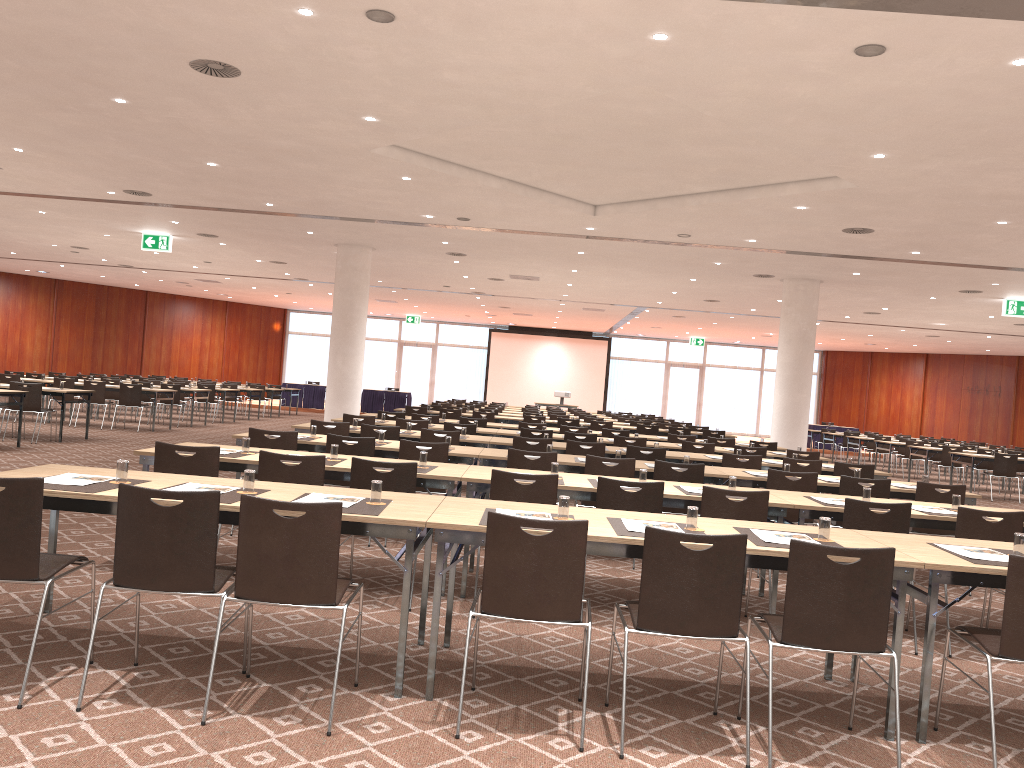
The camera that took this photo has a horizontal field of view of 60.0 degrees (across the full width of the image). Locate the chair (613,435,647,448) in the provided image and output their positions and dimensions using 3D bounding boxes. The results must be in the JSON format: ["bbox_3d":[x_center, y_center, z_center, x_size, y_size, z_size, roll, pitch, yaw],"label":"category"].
[{"bbox_3d":[1.538,1.162,11.902,0.535,0.939,0.613,5,0,2],"label":"chair"}]

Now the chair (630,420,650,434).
[{"bbox_3d":[2.738,1.270,19.343,0.535,0.939,0.613,5,0,0],"label":"chair"}]

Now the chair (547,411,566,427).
[{"bbox_3d":[1.040,1.140,21.458,0.535,0.939,0.613,5,0,2],"label":"chair"}]

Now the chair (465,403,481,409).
[{"bbox_3d":[-1.052,0.978,23.504,0.535,0.939,0.614,5,0,1],"label":"chair"}]

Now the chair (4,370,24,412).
[{"bbox_3d":[-11.021,0.184,19.741,0.535,0.939,0.613,5,0,0],"label":"chair"}]

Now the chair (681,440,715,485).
[{"bbox_3d":[2.447,1.234,11.924,0.535,0.939,0.614,5,0,3],"label":"chair"}]

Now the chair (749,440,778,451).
[{"bbox_3d":[3.834,1.347,13.817,0.535,0.939,0.613,5,0,-1],"label":"chair"}]

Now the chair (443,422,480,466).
[{"bbox_3d":[-0.710,0.984,11.917,0.535,0.939,0.614,5,0,4],"label":"chair"}]

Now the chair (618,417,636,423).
[{"bbox_3d":[2.725,1.273,21.420,0.535,0.939,0.613,5,0,2],"label":"chair"}]

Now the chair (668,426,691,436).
[{"bbox_3d":[3.214,1.304,17.332,0.535,0.939,0.613,5,0,0],"label":"chair"}]

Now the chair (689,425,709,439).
[{"bbox_3d":[4.009,1.371,19.315,0.535,0.939,0.614,5,0,3],"label":"chair"}]

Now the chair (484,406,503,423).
[{"bbox_3d":[-0.481,1.020,21.414,0.535,0.939,0.613,5,0,-1],"label":"chair"}]

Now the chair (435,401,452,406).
[{"bbox_3d":[-1.821,0.917,23.445,0.535,0.939,0.613,5,0,2],"label":"chair"}]

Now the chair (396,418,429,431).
[{"bbox_3d":[-1.361,0.933,11.967,0.535,0.939,0.613,5,0,0],"label":"chair"}]

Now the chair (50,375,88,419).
[{"bbox_3d":[-9.783,0.281,19.655,0.535,0.939,0.613,5,0,0],"label":"chair"}]

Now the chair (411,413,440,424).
[{"bbox_3d":[-1.379,0.935,13.933,0.535,0.939,0.613,5,0,-1],"label":"chair"}]

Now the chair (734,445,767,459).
[{"bbox_3d":[3.101,1.286,11.833,0.535,0.939,0.613,5,0,-1],"label":"chair"}]

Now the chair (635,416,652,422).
[{"bbox_3d":[3.403,1.330,23.364,0.535,0.939,0.613,5,0,-2],"label":"chair"}]

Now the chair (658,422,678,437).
[{"bbox_3d":[3.344,1.318,19.364,0.535,0.939,0.613,5,0,1],"label":"chair"}]

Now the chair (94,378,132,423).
[{"bbox_3d":[-8.759,0.362,19.551,0.535,0.939,0.614,5,0,4],"label":"chair"}]

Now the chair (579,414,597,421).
[{"bbox_3d":[1.782,1.198,21.364,0.535,0.939,0.613,5,0,0],"label":"chair"}]

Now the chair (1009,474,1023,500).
[{"bbox_3d":[10.119,1.850,17.213,0.535,0.939,0.614,5,0,3],"label":"chair"}]

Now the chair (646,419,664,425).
[{"bbox_3d":[3.386,1.325,21.329,0.535,0.939,0.614,5,0,3],"label":"chair"}]

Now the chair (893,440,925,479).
[{"bbox_3d":[9.567,1.813,21.286,0.535,0.939,0.613,5,0,1],"label":"chair"}]

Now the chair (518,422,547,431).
[{"bbox_3d":[0.295,1.067,13.896,0.535,0.939,0.614,5,0,4],"label":"chair"}]

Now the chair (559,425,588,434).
[{"bbox_3d":[0.930,1.118,13.916,0.535,0.939,0.613,5,0,1],"label":"chair"}]

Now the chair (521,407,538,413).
[{"bbox_3d":[0.438,1.096,23.395,0.535,0.939,0.614,5,0,3],"label":"chair"}]

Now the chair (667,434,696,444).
[{"bbox_3d":[2.587,1.248,13.845,0.535,0.939,0.613,5,0,1],"label":"chair"}]

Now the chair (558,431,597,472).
[{"bbox_3d":[0.880,1.110,11.882,0.535,0.939,0.613,5,0,2],"label":"chair"}]

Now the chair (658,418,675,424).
[{"bbox_3d":[4.004,1.377,23.316,0.535,0.939,0.614,5,0,3],"label":"chair"}]

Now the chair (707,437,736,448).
[{"bbox_3d":[3.203,1.297,13.866,0.535,0.939,0.613,5,0,1],"label":"chair"}]

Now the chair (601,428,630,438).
[{"bbox_3d":[1.575,1.169,13.944,0.535,0.939,0.613,5,0,-2],"label":"chair"}]

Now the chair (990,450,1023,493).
[{"bbox_3d":[10.819,1.908,19.198,0.535,0.939,0.613,5,0,0],"label":"chair"}]

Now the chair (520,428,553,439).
[{"bbox_3d":[0.292,1.064,11.972,0.535,0.939,0.613,5,0,-1],"label":"chair"}]

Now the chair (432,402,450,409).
[{"bbox_3d":[-1.756,0.919,21.520,0.535,0.939,0.613,5,0,-1],"label":"chair"}]

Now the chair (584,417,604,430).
[{"bbox_3d":[1.745,1.192,19.442,0.535,0.939,0.613,5,0,-1],"label":"chair"}]

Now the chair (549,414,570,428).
[{"bbox_3d":[1.000,1.133,19.416,0.535,0.939,0.613,5,0,0],"label":"chair"}]

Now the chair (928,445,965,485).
[{"bbox_3d":[9.477,1.803,19.287,0.535,0.939,0.613,5,0,2],"label":"chair"}]

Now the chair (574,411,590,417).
[{"bbox_3d":[1.803,1.204,23.441,0.535,0.939,0.613,5,0,-1],"label":"chair"}]

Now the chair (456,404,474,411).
[{"bbox_3d":[-1.140,0.968,21.464,0.535,0.939,0.613,5,0,4],"label":"chair"}]

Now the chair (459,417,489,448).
[{"bbox_3d":[-0.629,0.995,13.993,0.535,0.939,0.614,5,0,3],"label":"chair"}]

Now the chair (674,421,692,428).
[{"bbox_3d":[4.052,1.378,21.349,0.535,0.939,0.613,5,0,1],"label":"chair"}]

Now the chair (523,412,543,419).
[{"bbox_3d":[0.426,1.088,19.394,0.535,0.939,0.613,5,0,1],"label":"chair"}]

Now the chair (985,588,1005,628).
[{"bbox_3d":[3.596,1.314,5.898,0.535,0.939,0.614,5,0,3],"label":"chair"}]

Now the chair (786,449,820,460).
[{"bbox_3d":[3.811,1.342,11.852,0.535,0.939,0.613,5,0,2],"label":"chair"}]

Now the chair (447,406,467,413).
[{"bbox_3d":[-1.229,0.957,19.431,0.535,0.939,0.614,5,0,4],"label":"chair"}]

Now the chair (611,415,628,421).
[{"bbox_3d":[2.792,1.282,23.342,0.535,0.939,0.613,5,0,1],"label":"chair"}]

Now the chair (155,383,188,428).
[{"bbox_3d":[-7.486,0.463,19.523,0.535,0.939,0.613,5,0,-2],"label":"chair"}]

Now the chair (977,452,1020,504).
[{"bbox_3d":[9.442,1.796,17.147,0.535,0.939,0.614,5,0,3],"label":"chair"}]

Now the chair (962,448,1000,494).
[{"bbox_3d":[10.150,1.855,19.132,0.535,0.939,0.613,5,0,3],"label":"chair"}]

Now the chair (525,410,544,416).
[{"bbox_3d":[0.514,1.098,21.427,0.535,0.939,0.613,5,0,3],"label":"chair"}]

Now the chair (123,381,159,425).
[{"bbox_3d":[-8.191,0.407,19.679,0.535,0.939,0.613,5,0,0],"label":"chair"}]

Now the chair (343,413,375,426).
[{"bbox_3d":[-2.074,0.877,12.025,0.535,0.939,0.613,5,0,1],"label":"chair"}]

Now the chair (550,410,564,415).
[{"bbox_3d":[1.171,1.154,23.413,0.535,0.939,0.613,5,0,-1],"label":"chair"}]

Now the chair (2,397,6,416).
[{"bbox_3d":[-10.501,0.221,17.670,0.535,0.939,0.614,5,0,3],"label":"chair"}]

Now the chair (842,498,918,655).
[{"bbox_3d":[2.307,1.212,5.849,0.535,0.939,0.613,5,0,-2],"label":"chair"}]

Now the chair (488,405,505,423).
[{"bbox_3d":[-0.434,1.027,23.449,0.535,0.939,0.614,5,0,4],"label":"chair"}]
